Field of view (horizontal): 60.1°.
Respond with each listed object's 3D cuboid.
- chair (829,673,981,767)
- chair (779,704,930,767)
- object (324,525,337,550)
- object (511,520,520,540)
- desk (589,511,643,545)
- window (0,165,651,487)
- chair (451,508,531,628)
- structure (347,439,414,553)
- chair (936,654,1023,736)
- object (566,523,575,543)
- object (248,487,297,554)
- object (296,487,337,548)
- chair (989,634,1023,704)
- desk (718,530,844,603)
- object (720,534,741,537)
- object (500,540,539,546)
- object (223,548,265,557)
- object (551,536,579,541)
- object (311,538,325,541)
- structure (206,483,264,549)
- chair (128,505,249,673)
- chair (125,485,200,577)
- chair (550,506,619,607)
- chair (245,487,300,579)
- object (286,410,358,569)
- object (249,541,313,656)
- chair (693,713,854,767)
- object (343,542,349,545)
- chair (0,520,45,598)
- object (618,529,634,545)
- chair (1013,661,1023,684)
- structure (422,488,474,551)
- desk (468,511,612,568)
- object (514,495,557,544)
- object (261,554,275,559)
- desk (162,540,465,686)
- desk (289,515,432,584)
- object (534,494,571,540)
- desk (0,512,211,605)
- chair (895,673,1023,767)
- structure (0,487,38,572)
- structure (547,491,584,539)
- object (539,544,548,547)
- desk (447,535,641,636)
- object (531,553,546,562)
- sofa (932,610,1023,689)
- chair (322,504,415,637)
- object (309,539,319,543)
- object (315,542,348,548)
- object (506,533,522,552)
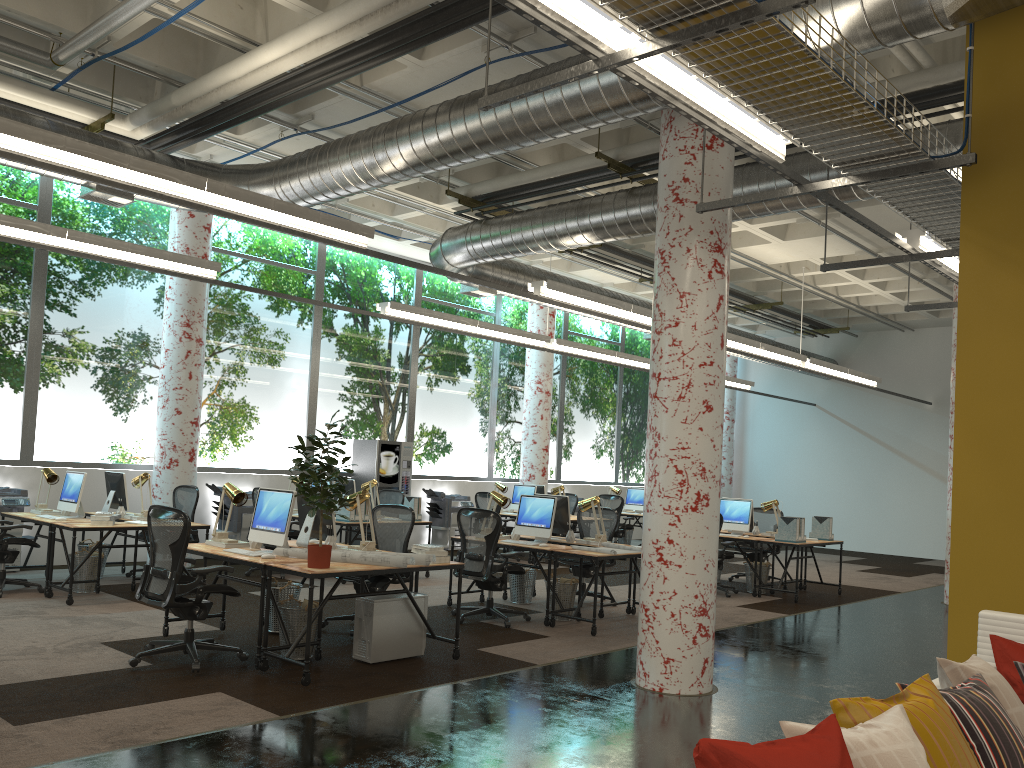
[{"bbox_3d":[1.266,1.168,2.747,0.547,0.437,0.316,6,-4,-35],"label":"chair"},{"bbox_3d":[1.031,1.145,2.445,0.526,0.400,0.332,5,-4,-28],"label":"chair"},{"bbox_3d":[-1.438,1.224,7.017,0.101,0.209,0.102,3,-3,-2],"label":"object"},{"bbox_3d":[0.041,1.541,9.348,0.101,0.209,0.102,3,-3,-2],"label":"object"},{"bbox_3d":[2.641,2.860,16.989,1.941,0.722,1.405,-2,-7,42],"label":"desk"},{"bbox_3d":[-3.725,-0.566,12.957,0.050,3.753,26.283,1,-5,42],"label":"window"},{"bbox_3d":[-0.227,1.748,8.616,0.770,1.083,0.795,1,-4,26],"label":"chair"},{"bbox_3d":[-2.108,1.819,14.250,0.638,1.806,0.752,0,-4,43],"label":"structure"},{"bbox_3d":[1.834,1.259,3.382,0.547,0.436,0.334,7,-5,-42],"label":"chair"},{"bbox_3d":[0.621,1.573,9.369,0.101,0.209,0.102,3,-3,-2],"label":"object"},{"bbox_3d":[-1.803,1.040,6.729,0.484,0.484,0.190,-1,-4,43],"label":"object"},{"bbox_3d":[-1.640,1.102,7.295,0.484,0.484,0.190,-1,-4,43],"label":"object"},{"bbox_3d":[2.279,1.295,3.657,0.534,0.436,0.288,2,-3,15],"label":"chair"},{"bbox_3d":[3.260,2.425,12.029,1.941,0.722,1.405,-2,-7,42],"label":"desk"},{"bbox_3d":[2.828,2.009,11.790,0.439,0.017,0.119,-2,-7,42],"label":"object"},{"bbox_3d":[0.076,1.598,8.925,0.439,0.017,0.119,-2,-7,42],"label":"object"},{"bbox_3d":[-1.983,1.250,6.573,0.439,0.017,0.119,-2,-7,42],"label":"object"},{"bbox_3d":[0.576,1.705,9.784,0.439,0.017,0.119,-2,-7,42],"label":"object"},{"bbox_3d":[-2.628,2.297,12.305,0.353,0.434,0.369,4,-4,-12],"label":"object"},{"bbox_3d":[-3.773,1.940,12.437,0.503,1.055,1.061,0,-5,42],"label":"structure"},{"bbox_3d":[-2.286,1.399,6.264,0.770,1.083,0.795,1,-4,26],"label":"chair"},{"bbox_3d":[-3.983,1.712,10.273,0.770,1.083,0.795,1,-4,26],"label":"chair"},{"bbox_3d":[0.859,1.941,10.078,0.770,1.083,0.795,1,-4,26],"label":"chair"},{"bbox_3d":[-2.965,1.843,11.112,0.770,1.083,0.795,1,-4,26],"label":"chair"},{"bbox_3d":[-1.301,0.700,5.991,0.513,1.075,0.440,1,-3,33],"label":"object"},{"bbox_3d":[-1.742,1.547,6.754,0.848,0.931,0.105,0,-4,38],"label":"object"},{"bbox_3d":[0.695,1.078,2.145,0.535,0.443,0.302,5,-4,-31],"label":"chair"},{"bbox_3d":[-2.251,2.226,11.355,0.358,0.434,0.354,0,-5,39],"label":"object"},{"bbox_3d":[-5.068,1.519,8.811,0.770,1.083,0.795,1,-4,26],"label":"chair"},{"bbox_3d":[2.245,3.047,17.633,0.358,0.434,0.354,0,-5,39],"label":"object"},{"bbox_3d":[2.232,1.304,3.363,0.516,0.391,0.359,2,-4,12],"label":"chair"},{"bbox_3d":[-1.089,2.354,15.373,0.503,1.055,1.061,0,-5,42],"label":"structure"},{"bbox_3d":[0.453,2.523,14.596,1.941,0.722,1.405,-2,-7,42],"label":"desk"},{"bbox_3d":[0.256,1.389,9.081,0.484,0.484,0.190,-1,-4,43],"label":"object"},{"bbox_3d":[-1.746,1.234,6.347,0.059,0.029,0.106,-2,-7,43],"label":"object"},{"bbox_3d":[-1.552,1.666,6.812,1.941,0.722,1.405,-2,-7,42],"label":"desk"},{"bbox_3d":[-2.231,2.110,11.660,1.941,0.722,1.405,-2,-7,42],"label":"desk"},{"bbox_3d":[0.419,1.450,9.647,0.484,0.484,0.190,-1,-4,43],"label":"object"},{"bbox_3d":[-4.334,1.786,9.359,1.941,0.722,1.405,-2,-7,42],"label":"desk"},{"bbox_3d":[1.606,1.245,3.030,0.524,0.407,0.341,6,-4,-32],"label":"chair"},{"bbox_3d":[-5.952,1.604,10.050,0.503,1.055,1.061,0,-5,42],"label":"structure"},{"bbox_3d":[1.098,2.691,17.765,0.503,1.055,1.061,0,-5,42],"label":"structure"},{"bbox_3d":[0.313,1.582,8.699,0.059,0.029,0.106,-2,-7,43],"label":"object"},{"bbox_3d":[0.507,2.015,9.164,1.941,0.722,1.405,-2,-7,42],"label":"desk"},{"bbox_3d":[-0.762,2.491,13.347,3.418,0.436,0.366,7,-5,-38],"label":"object"},{"bbox_3d":[1.973,1.339,2.393,2.018,0.929,2.864,-2,-7,42],"label":"sofa"},{"bbox_3d":[-1.200,1.593,7.726,0.770,1.083,0.795,1,-4,26],"label":"chair"},{"bbox_3d":[-1.720,1.359,7.659,0.059,0.029,0.106,-2,-7,43],"label":"object"},{"bbox_3d":[-1.483,1.356,7.432,0.439,0.017,0.119,-2,-7,42],"label":"object"},{"bbox_3d":[0.058,2.710,15.240,0.358,0.434,0.354,0,-5,39],"label":"object"}]
